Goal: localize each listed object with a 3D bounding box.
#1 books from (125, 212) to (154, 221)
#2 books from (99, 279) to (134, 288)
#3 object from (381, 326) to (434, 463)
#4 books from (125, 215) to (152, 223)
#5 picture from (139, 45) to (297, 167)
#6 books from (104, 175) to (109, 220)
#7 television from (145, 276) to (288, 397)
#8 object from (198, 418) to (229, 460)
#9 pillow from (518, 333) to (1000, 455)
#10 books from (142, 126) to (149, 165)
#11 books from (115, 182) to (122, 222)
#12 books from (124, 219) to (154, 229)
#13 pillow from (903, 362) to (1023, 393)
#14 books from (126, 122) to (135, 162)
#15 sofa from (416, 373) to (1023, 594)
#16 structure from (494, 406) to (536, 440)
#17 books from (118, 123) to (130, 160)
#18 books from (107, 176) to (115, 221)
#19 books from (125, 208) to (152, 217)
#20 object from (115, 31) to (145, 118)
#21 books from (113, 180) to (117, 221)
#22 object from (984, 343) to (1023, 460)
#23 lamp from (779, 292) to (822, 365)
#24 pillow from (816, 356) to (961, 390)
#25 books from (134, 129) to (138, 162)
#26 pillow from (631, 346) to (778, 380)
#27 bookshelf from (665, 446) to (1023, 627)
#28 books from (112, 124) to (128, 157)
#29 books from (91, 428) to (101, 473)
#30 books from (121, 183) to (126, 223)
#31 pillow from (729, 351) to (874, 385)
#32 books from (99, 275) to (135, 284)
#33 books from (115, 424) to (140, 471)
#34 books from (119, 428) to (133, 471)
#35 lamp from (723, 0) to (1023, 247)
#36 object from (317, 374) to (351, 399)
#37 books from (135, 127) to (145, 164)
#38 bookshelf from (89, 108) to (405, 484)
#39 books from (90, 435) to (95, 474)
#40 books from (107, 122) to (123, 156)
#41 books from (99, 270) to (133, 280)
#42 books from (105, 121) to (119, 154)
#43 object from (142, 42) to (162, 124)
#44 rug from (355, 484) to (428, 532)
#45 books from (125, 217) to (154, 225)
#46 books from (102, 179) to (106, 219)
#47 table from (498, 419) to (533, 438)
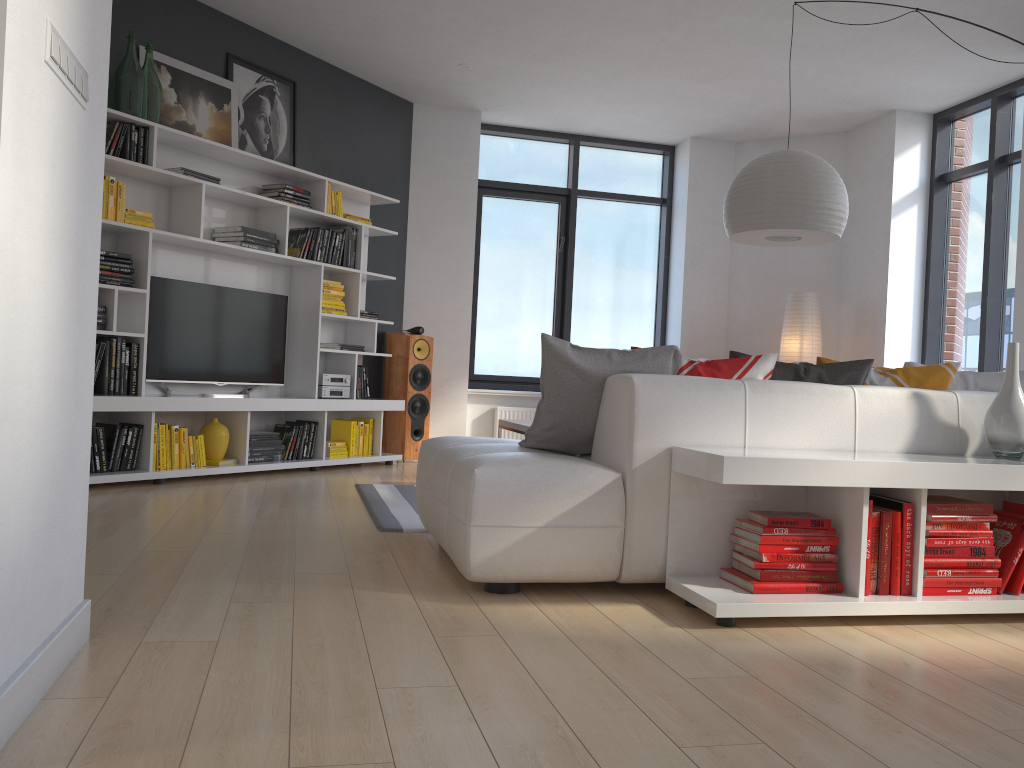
[{"bbox_3d":[-2.179,-0.960,5.092,0.134,0.014,0.187,3,0,32],"label":"books"},{"bbox_3d":[-2.284,-0.558,4.947,0.189,0.026,0.263,3,0,30],"label":"books"},{"bbox_3d":[-0.883,0.078,7.184,0.290,1.088,0.434,3,0,-43],"label":"object"},{"bbox_3d":[-2.170,-0.943,5.079,0.113,0.018,0.169,3,0,33],"label":"books"},{"bbox_3d":[-1.874,-1.827,5.799,0.076,0.707,1.279,3,0,32],"label":"picture"},{"bbox_3d":[-2.302,-1.022,4.914,0.180,0.251,0.019,3,0,32],"label":"books"},{"bbox_3d":[-1.882,-0.277,5.727,0.207,0.704,1.102,3,0,32],"label":"television"},{"bbox_3d":[-1.859,0.340,5.525,0.185,0.257,0.185,3,0,9],"label":"object"},{"bbox_3d":[1.340,0.098,3.897,2.953,0.453,0.647,3,0,-26],"label":"pillow"},{"bbox_3d":[-2.152,-1.355,5.095,0.174,0.230,0.019,3,0,32],"label":"books"},{"bbox_3d":[-2.257,-1.011,4.981,0.172,0.234,0.024,3,0,32],"label":"books"},{"bbox_3d":[-2.183,-0.908,5.091,0.147,0.033,0.190,3,0,32],"label":"books"},{"bbox_3d":[2.031,0.132,4.538,0.580,0.456,2.156,3,0,12],"label":"pillow"},{"bbox_3d":[-2.204,-1.356,5.031,0.176,0.232,0.025,3,0,32],"label":"books"},{"bbox_3d":[1.219,0.365,4.373,3.424,0.732,2.614,3,0,-14],"label":"sofa"},{"bbox_3d":[0.557,0.461,7.985,1.474,0.460,0.110,3,0,-13],"label":"structure"},{"bbox_3d":[-2.213,-1.351,5.008,0.156,0.221,0.021,3,0,32],"label":"books"},{"bbox_3d":[-2.286,-1.021,4.936,0.185,0.250,0.035,3,0,32],"label":"books"},{"bbox_3d":[-2.191,-0.980,5.095,0.138,0.026,0.186,3,0,31],"label":"books"},{"bbox_3d":[-2.165,-1.744,5.028,0.157,0.507,0.157,3,0,-45],"label":"object"},{"bbox_3d":[-2.273,-1.014,4.962,0.169,0.239,0.023,3,0,32],"label":"books"},{"bbox_3d":[1.785,0.062,3.038,0.316,0.398,0.319,3,0,11],"label":"object"},{"bbox_3d":[2.565,0.016,7.317,0.804,1.550,0.502,3,0,37],"label":"lamp"},{"bbox_3d":[1.896,0.144,4.249,0.630,0.440,2.095,3,0,34],"label":"pillow"},{"bbox_3d":[-2.188,-1.341,5.050,0.147,0.200,0.021,3,0,32],"label":"books"},{"bbox_3d":[1.509,0.137,3.597,2.250,0.449,0.575,3,0,-16],"label":"pillow"},{"bbox_3d":[1.809,0.513,2.990,2.600,0.500,0.356,3,0,-13],"label":"bookshelf"},{"bbox_3d":[-2.237,-1.349,4.966,0.154,0.212,0.074,3,0,31],"label":"books"},{"bbox_3d":[-2.308,0.357,4.812,0.177,0.242,0.066,3,0,31],"label":"books"},{"bbox_3d":[-2.247,-1.011,5.006,0.172,0.234,0.024,3,0,32],"label":"books"},{"bbox_3d":[1.826,0.126,3.681,2.120,0.436,0.608,3,0,-18],"label":"pillow"},{"bbox_3d":[-2.284,-0.584,4.948,0.189,0.025,0.270,3,0,31],"label":"books"},{"bbox_3d":[-2.206,0.358,5.015,0.191,0.249,0.084,3,0,32],"label":"books"},{"bbox_3d":[-2.217,0.360,4.976,0.179,0.243,0.071,3,0,31],"label":"books"},{"bbox_3d":[2.569,-0.527,3.985,3.199,2.647,0.710,3,0,23],"label":"lamp"},{"bbox_3d":[-1.370,0.013,6.467,0.270,0.174,0.285,3,0,32],"label":"object"},{"bbox_3d":[-2.173,-1.349,5.075,0.169,0.218,0.038,3,0,32],"label":"books"},{"bbox_3d":[-1.776,-0.445,5.676,0.455,2.052,3.000,3,0,32],"label":"bookshelf"},{"bbox_3d":[-2.330,0.351,4.791,0.193,0.255,0.066,3,0,31],"label":"books"},{"bbox_3d":[-2.263,-1.350,4.948,0.171,0.214,0.087,3,0,32],"label":"books"},{"bbox_3d":[-2.302,-0.612,4.952,0.209,0.030,0.266,3,0,30],"label":"books"},{"bbox_3d":[-2.275,-1.351,4.917,0.166,0.213,0.096,3,0,30],"label":"books"},{"bbox_3d":[-2.132,-1.743,5.190,0.157,0.507,0.157,3,0,-45],"label":"object"},{"bbox_3d":[0.353,0.680,4.933,2.326,0.016,1.662,3,0,-14],"label":"rug"},{"bbox_3d":[-2.185,-0.930,5.093,0.148,0.011,0.196,3,0,32],"label":"books"},{"bbox_3d":[-2.298,-1.008,4.887,0.156,0.229,0.024,3,0,31],"label":"books"},{"bbox_3d":[0.562,0.468,5.106,1.091,0.435,1.091,3,0,-13],"label":"table"}]
